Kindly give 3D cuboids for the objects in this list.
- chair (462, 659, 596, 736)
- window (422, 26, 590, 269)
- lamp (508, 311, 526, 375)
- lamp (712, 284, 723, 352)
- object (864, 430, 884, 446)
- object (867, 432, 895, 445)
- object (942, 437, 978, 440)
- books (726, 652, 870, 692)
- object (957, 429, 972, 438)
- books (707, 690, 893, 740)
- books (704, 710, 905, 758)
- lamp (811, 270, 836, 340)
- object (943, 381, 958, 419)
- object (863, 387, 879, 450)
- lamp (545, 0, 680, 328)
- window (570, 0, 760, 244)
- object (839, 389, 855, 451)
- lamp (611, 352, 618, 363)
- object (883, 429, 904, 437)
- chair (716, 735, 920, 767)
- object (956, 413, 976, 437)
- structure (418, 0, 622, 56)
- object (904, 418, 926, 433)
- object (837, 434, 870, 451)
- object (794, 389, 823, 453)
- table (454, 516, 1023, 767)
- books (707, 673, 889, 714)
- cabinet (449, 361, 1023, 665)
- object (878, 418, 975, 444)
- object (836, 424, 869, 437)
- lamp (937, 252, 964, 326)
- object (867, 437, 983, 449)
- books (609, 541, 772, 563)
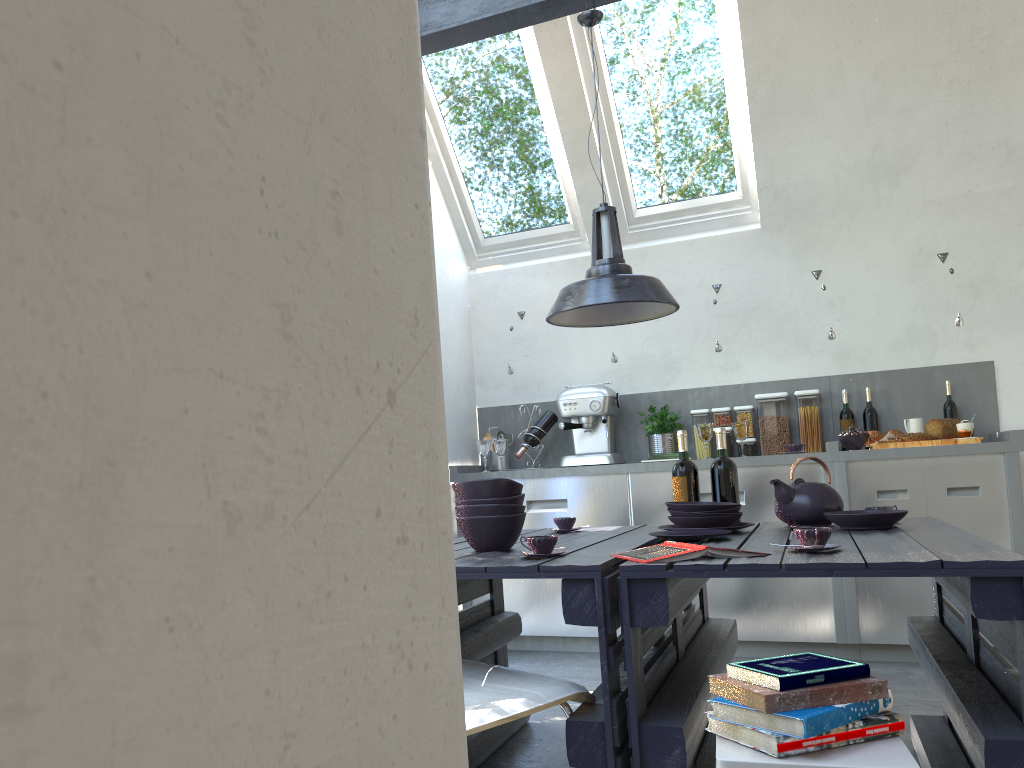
[{"bbox_3d":[-0.218,0.834,2.136,0.727,0.816,0.740,0,-5,-39],"label":"chair"},{"bbox_3d":[-0.124,-1.521,5.086,0.870,1.391,1.426,-4,-4,20],"label":"window"},{"bbox_3d":[0.025,-0.264,5.456,0.062,0.435,0.319,-4,-3,19],"label":"lamp"},{"bbox_3d":[1.160,-0.380,4.956,0.062,0.435,0.319,-4,-3,19],"label":"lamp"},{"bbox_3d":[1.844,0.275,4.474,0.113,0.076,0.125,-1,-6,-26],"label":"object"},{"bbox_3d":[1.887,0.277,4.466,0.209,0.059,0.189,-8,-8,41],"label":"object"},{"bbox_3d":[2.124,0.262,4.189,0.019,0.003,0.207,3,-9,-44],"label":"object"},{"bbox_3d":[0.530,0.534,1.629,0.196,0.025,0.150,-1,-7,-22],"label":"books"},{"bbox_3d":[2.173,0.239,4.202,0.060,0.046,0.058,-4,-5,6],"label":"object"},{"bbox_3d":[0.535,0.595,1.625,0.268,0.033,0.210,2,-8,-37],"label":"books"},{"bbox_3d":[0.537,0.629,1.624,0.273,0.035,0.207,-1,-7,-22],"label":"books"},{"bbox_3d":[1.695,-0.435,4.725,0.060,0.434,0.332,-4,-3,8],"label":"lamp"},{"bbox_3d":[2.284,0.155,4.557,0.065,0.343,0.059,-4,-2,24],"label":"object"},{"bbox_3d":[1.931,0.191,4.712,0.076,0.343,0.068,-4,-2,24],"label":"object"},{"bbox_3d":[0.291,-0.770,2.896,0.452,1.093,0.412,-4,-3,21],"label":"lamp"},{"bbox_3d":[0.817,-1.625,4.664,0.870,1.384,1.419,-4,-4,20],"label":"window"},{"bbox_3d":[1.823,0.202,4.760,0.075,0.343,0.070,-4,-2,14],"label":"object"},{"bbox_3d":[0.610,-0.324,5.203,0.060,0.434,0.332,-4,-3,8],"label":"lamp"},{"bbox_3d":[1.959,0.271,4.493,0.113,0.076,0.125,-1,-6,-26],"label":"object"},{"bbox_3d":[0.558,0.897,1.598,0.436,0.502,0.423,-4,-4,16],"label":"chair"},{"bbox_3d":[2.203,0.205,4.251,0.070,0.120,0.076,-2,-3,-24],"label":"object"},{"bbox_3d":[-0.794,-1.278,3.375,2.646,0.208,0.130,-6,-4,24],"label":"structure"},{"bbox_3d":[2.052,0.236,4.445,0.087,0.119,0.084,-6,-4,43],"label":"object"},{"bbox_3d":[1.717,0.296,4.392,0.141,0.079,0.153,-1,-6,-21],"label":"object"},{"bbox_3d":[1.642,0.215,4.834,0.134,0.353,0.122,-4,-2,21],"label":"object"},{"bbox_3d":[0.480,0.862,2.637,1.679,0.794,1.445,-5,-6,21],"label":"table"},{"bbox_3d":[0.527,0.563,1.628,0.246,0.032,0.181,-1,-6,-16],"label":"books"},{"bbox_3d":[1.098,0.731,4.855,2.990,1.473,0.543,-6,-3,23],"label":"cabinet"},{"bbox_3d":[2.045,0.230,4.347,0.448,0.111,0.129,-3,-4,-6],"label":"object"},{"bbox_3d":[1.714,0.246,4.394,0.163,0.095,0.139,-4,-5,7],"label":"object"},{"bbox_3d":[2.246,-0.491,4.479,0.062,0.435,0.319,-4,-3,19],"label":"lamp"},{"bbox_3d":[2.033,0.299,4.339,0.493,0.028,0.295,-6,-7,22],"label":"object"},{"bbox_3d":[0.418,0.396,2.093,0.299,0.030,0.229,-2,-6,-10],"label":"books"}]
